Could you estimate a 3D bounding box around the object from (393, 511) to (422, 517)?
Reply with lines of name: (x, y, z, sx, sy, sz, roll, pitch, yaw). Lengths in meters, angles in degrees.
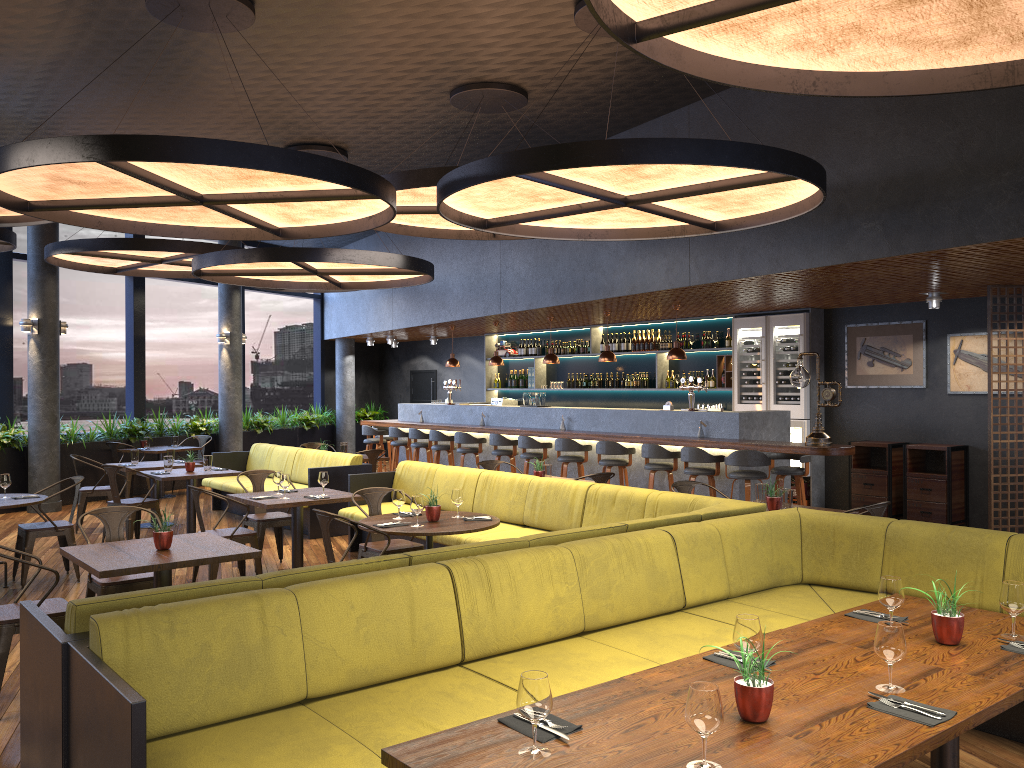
object: (-0.769, 0.967, 6.600, 0.157, 0.019, 0.255, 0, 0, -32)

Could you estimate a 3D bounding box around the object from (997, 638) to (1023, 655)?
object: (1.871, 0.950, 3.193, 0.157, 0.019, 0.255, 0, 0, -38)

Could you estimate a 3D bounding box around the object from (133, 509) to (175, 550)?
object: (-2.077, 0.843, 5.261, 0.260, 0.271, 0.238, 0, 0, -3)

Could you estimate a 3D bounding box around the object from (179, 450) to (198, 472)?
object: (-3.626, 0.855, 10.019, 0.238, 0.271, 0.260, 0, 0, 0)

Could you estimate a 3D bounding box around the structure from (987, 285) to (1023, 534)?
structure: (5.440, 0.358, 8.991, 1.319, 2.700, 0.050, 0, 0, -9)

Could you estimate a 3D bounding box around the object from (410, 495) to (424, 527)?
object: (-0.651, 0.872, 6.089, 0.097, 0.206, 0.097, 0, 0, 0)

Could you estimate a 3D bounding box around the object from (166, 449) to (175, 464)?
object: (-4.266, 0.906, 11.091, 0.102, 0.178, 0.102, 0, 0, 27)

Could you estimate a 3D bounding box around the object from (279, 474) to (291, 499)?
object: (-1.947, 0.880, 7.607, 0.097, 0.206, 0.097, 0, 0, -38)

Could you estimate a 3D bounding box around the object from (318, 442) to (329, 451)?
object: (-2.506, 0.851, 11.768, 0.238, 0.271, 0.260, 0, 0, -33)

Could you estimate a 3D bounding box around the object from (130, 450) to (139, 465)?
object: (-4.683, 0.908, 11.012, 0.102, 0.178, 0.102, 0, 0, 27)

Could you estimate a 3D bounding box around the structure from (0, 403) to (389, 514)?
structure: (-6.392, 1.066, 13.444, 0.808, 1.413, 17.112, 0, 0, 26)

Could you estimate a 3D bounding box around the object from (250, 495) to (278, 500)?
object: (-2.118, 0.975, 7.639, 0.255, 0.019, 0.157, 0, 0, -38)

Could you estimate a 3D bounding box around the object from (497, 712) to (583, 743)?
object: (0.092, 0.959, 2.495, 0.157, 0.019, 0.255, 0, 0, -38)

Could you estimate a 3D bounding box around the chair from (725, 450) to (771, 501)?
chair: (2.450, 1.198, 9.267, 0.483, 1.048, 0.438, 0, 0, 43)

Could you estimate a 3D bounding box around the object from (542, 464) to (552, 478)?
object: (0.344, 0.880, 8.673, 0.102, 0.178, 0.102, 0, 0, 37)

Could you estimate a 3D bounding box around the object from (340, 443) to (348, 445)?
object: (-2.309, 0.897, 12.183, 0.102, 0.178, 0.102, 0, 0, -3)

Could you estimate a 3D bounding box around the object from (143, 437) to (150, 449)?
object: (-5.665, 0.915, 13.758, 0.102, 0.178, 0.102, 0, 0, 33)

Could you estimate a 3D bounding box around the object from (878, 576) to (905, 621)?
object: (1.479, 0.859, 3.459, 0.097, 0.206, 0.097, 0, 0, 7)

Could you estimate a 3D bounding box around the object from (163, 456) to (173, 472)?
object: (-3.877, 0.903, 10.003, 0.102, 0.178, 0.102, 0, 0, -33)

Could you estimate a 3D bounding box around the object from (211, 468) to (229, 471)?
object: (-3.367, 0.980, 10.221, 0.157, 0.019, 0.255, 0, 0, -39)

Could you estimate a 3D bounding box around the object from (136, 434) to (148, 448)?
object: (-5.830, 0.870, 14.022, 0.260, 0.271, 0.238, 0, 0, -37)

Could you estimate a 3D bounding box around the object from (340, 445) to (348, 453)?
object: (-2.230, 0.896, 11.766, 0.102, 0.178, 0.102, 0, 0, 37)

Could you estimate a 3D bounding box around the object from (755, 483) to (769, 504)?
object: (1.953, 0.870, 6.932, 0.102, 0.178, 0.102, 0, 0, 37)

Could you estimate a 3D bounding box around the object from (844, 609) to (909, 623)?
object: (1.512, 0.952, 3.630, 0.157, 0.019, 0.255, 0, 0, -38)

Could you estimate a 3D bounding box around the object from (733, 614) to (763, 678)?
object: (0.769, 0.862, 2.891, 0.097, 0.206, 0.097, 0, 0, 7)

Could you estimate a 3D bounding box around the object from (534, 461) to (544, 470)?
object: (0.275, 0.881, 9.054, 0.102, 0.178, 0.102, 0, 0, -3)

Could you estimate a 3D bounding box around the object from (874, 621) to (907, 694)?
object: (1.193, 0.859, 2.797, 0.097, 0.206, 0.097, 0, 0, 7)

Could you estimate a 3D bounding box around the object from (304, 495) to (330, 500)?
object: (-1.695, 0.972, 7.653, 0.157, 0.019, 0.255, 0, 0, -38)

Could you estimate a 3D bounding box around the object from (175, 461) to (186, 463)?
object: (-4.174, 0.985, 11.230, 0.157, 0.019, 0.255, 0, 0, -39)

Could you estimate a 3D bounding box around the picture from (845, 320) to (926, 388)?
picture: (4.594, -0.354, 10.950, 0.028, 0.809, 1.039, 0, 0, -39)

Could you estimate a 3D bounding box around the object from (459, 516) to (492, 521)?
object: (-0.269, 0.964, 6.369, 0.255, 0.019, 0.157, 0, 0, -6)

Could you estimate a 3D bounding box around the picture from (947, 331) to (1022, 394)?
picture: (5.404, -0.235, 9.937, 0.028, 0.697, 1.039, 0, 0, -39)

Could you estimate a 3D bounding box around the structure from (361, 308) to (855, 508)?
structure: (1.262, 0.383, 12.992, 2.700, 2.700, 9.298, 0, 0, -39)

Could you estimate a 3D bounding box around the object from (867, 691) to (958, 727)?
object: (1.161, 0.953, 2.625, 0.157, 0.019, 0.255, 0, 0, -38)

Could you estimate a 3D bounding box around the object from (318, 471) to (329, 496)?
object: (-1.663, 0.879, 7.824, 0.097, 0.206, 0.097, 0, 0, 43)

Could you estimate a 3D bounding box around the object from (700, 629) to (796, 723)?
object: (0.699, 0.826, 2.560, 0.238, 0.271, 0.260, 0, 0, -17)

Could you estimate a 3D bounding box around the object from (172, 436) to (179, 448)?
object: (-5.314, 0.914, 13.998, 0.102, 0.178, 0.102, 0, 0, 43)

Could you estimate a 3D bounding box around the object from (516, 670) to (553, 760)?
object: (0.059, 0.865, 2.324, 0.097, 0.206, 0.097, 0, 0, 7)

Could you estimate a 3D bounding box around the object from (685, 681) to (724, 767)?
object: (0.483, 0.862, 2.229, 0.097, 0.206, 0.097, 0, 0, 7)

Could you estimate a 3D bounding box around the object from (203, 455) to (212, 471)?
object: (-3.460, 0.901, 10.082, 0.102, 0.178, 0.102, 0, 0, 17)

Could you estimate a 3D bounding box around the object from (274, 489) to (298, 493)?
object: (-2.054, 0.975, 8.090, 0.157, 0.019, 0.255, 0, 0, -38)

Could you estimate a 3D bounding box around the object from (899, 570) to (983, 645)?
object: (1.617, 0.822, 3.294, 0.238, 0.271, 0.260, 0, 0, -17)

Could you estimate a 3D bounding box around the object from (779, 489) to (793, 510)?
object: (2.030, 0.870, 6.564, 0.102, 0.178, 0.102, 0, 0, 37)

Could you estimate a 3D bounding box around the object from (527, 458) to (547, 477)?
object: (0.273, 0.834, 8.830, 0.238, 0.271, 0.260, 0, 0, -17)

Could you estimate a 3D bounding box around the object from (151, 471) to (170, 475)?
object: (-3.906, 0.982, 9.831, 0.157, 0.019, 0.255, 0, 0, -39)

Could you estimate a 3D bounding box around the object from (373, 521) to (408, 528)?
object: (-0.820, 0.967, 6.128, 0.255, 0.019, 0.157, 0, 0, -36)

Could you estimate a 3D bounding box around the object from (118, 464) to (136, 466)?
object: (-4.713, 0.988, 10.841, 0.157, 0.019, 0.255, 0, 0, -39)

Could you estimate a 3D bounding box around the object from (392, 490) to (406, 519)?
object: (-0.821, 0.873, 6.434, 0.097, 0.206, 0.097, 0, 0, -14)

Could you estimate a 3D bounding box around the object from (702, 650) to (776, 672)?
object: (0.802, 0.956, 3.062, 0.157, 0.019, 0.255, 0, 0, -38)

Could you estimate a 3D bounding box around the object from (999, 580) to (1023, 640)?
object: (1.903, 0.856, 3.364, 0.097, 0.206, 0.097, 0, 0, 7)

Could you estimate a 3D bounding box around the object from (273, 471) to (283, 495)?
object: (-2.087, 0.881, 7.919, 0.097, 0.206, 0.097, 0, 0, 43)

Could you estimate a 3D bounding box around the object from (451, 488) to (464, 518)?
object: (-0.397, 0.871, 6.487, 0.097, 0.206, 0.097, 0, 0, 3)

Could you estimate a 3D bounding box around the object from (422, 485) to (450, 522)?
object: (-0.555, 0.836, 6.297, 0.238, 0.271, 0.260, 0, 0, -17)

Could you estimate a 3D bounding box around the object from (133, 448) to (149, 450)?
object: (-5.692, 0.995, 13.594, 0.255, 0.019, 0.157, 0, 0, 27)

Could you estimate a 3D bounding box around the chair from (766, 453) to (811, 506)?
chair: (3.011, 1.196, 9.666, 0.483, 1.048, 0.438, 0, 0, 23)

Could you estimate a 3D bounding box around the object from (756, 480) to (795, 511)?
object: (1.965, 0.824, 6.696, 0.260, 0.271, 0.238, 0, 0, -37)
